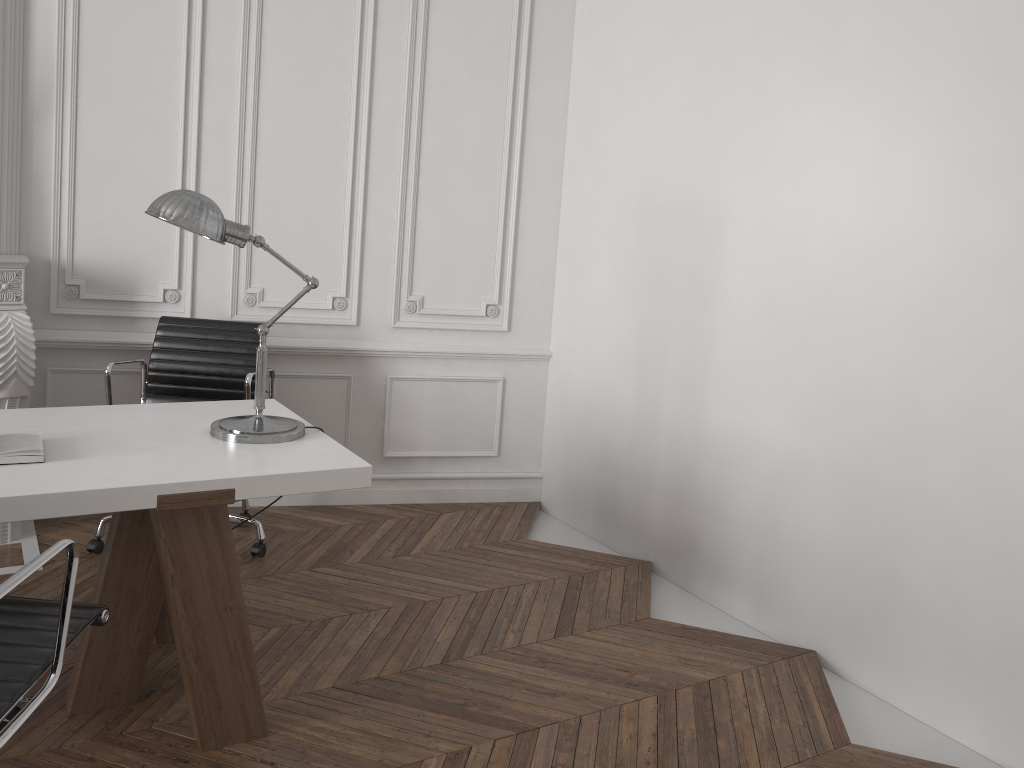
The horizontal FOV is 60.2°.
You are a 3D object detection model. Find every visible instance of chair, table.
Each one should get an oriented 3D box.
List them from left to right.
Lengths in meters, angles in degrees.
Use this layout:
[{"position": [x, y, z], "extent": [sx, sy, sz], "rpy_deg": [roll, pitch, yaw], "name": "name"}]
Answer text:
[{"position": [-1.747, 0.543, 2.083], "extent": [2.621, 0.743, 0.909], "rpy_deg": [-2, 10, -32], "name": "table"}, {"position": [-1.136, 0.583, 1.605], "extent": [0.693, 0.917, 0.674], "rpy_deg": [3, 7, -6], "name": "chair"}, {"position": [-1.328, 0.223, 3.604], "extent": [0.693, 0.917, 0.674], "rpy_deg": [3, 7, -8], "name": "chair"}]

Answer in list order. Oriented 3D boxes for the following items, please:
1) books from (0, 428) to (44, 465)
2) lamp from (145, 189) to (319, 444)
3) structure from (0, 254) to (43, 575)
[{"position": [-1.320, 0.128, 2.192], "extent": [0.278, 0.095, 0.228], "rpy_deg": [-1, 11, -30], "name": "books"}, {"position": [-0.800, -0.196, 2.541], "extent": [0.488, 0.694, 0.271], "rpy_deg": [0, 7, -32], "name": "lamp"}, {"position": [-2.623, 0.109, 3.204], "extent": [1.605, 1.175, 0.816], "rpy_deg": [-1, 8, -32], "name": "structure"}]
